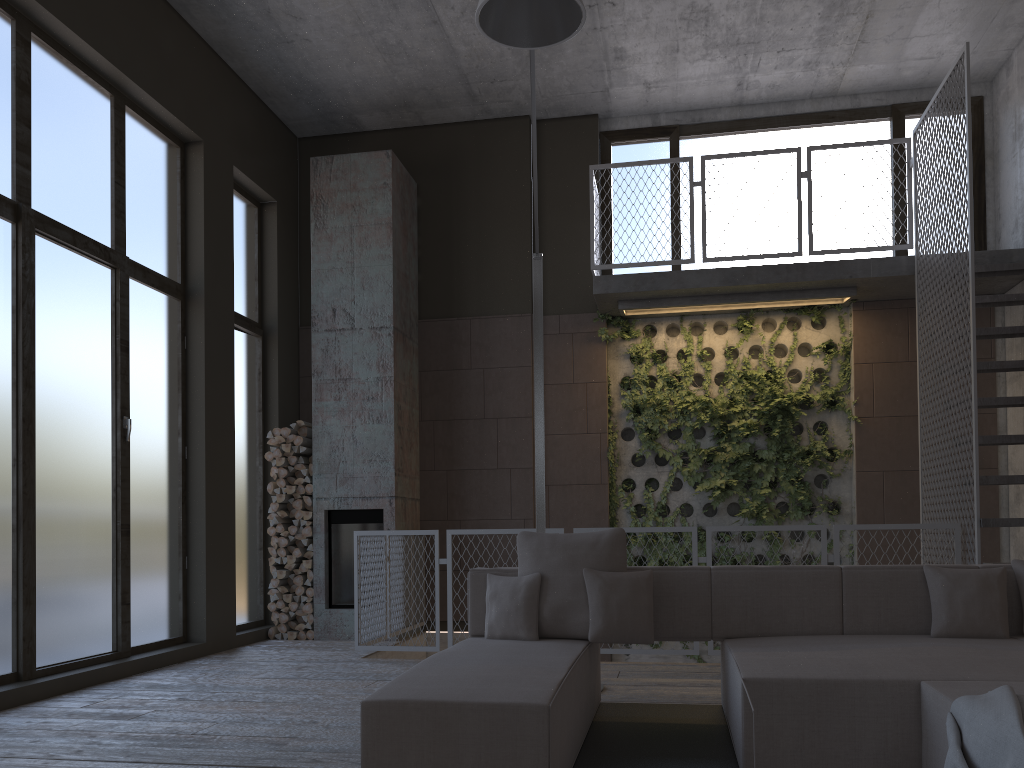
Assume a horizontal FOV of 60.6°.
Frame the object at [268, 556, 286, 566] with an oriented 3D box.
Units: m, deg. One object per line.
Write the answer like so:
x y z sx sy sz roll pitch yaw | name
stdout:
-2.229 1.707 8.504 0.080 0.106 0.442 -1 -9 10 | object

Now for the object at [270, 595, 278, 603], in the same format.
-2.205 2.067 8.467 0.067 0.084 0.430 -2 -9 13 | object

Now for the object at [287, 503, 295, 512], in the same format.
-2.078 1.204 8.530 0.104 0.101 0.295 -2 -9 11 | object

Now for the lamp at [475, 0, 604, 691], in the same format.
0.207 0.042 4.588 0.756 3.396 2.654 -1 -4 -2 | lamp

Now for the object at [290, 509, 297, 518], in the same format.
-2.026 1.254 8.485 0.101 0.085 0.367 -2 -9 11 | object

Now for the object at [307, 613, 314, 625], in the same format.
-1.844 2.222 8.365 0.064 0.124 0.368 -1 -9 12 | object

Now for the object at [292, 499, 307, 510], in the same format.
-1.991 1.152 8.377 0.098 0.106 0.298 -2 -9 9 | object

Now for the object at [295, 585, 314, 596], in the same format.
-1.946 1.973 8.431 0.092 0.092 0.442 -2 -9 11 | object

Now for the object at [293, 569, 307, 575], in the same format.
-1.983 1.793 8.396 0.089 0.056 0.336 -2 -9 11 | object

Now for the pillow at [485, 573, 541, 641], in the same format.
-0.003 1.133 4.405 0.371 0.373 0.151 -6 -5 43 | pillow

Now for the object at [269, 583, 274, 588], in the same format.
-2.228 1.930 8.489 0.067 0.070 0.428 -2 -9 11 | object

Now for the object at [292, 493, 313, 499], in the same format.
-1.992 1.082 8.410 0.089 0.056 0.336 -2 -9 11 | object

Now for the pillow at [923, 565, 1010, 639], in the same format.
2.118 1.018 4.064 0.371 0.356 0.188 -2 -3 10 | pillow

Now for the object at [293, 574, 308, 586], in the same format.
-1.983 1.863 8.364 0.098 0.106 0.298 -2 -9 9 | object

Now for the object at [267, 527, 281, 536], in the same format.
-2.230 1.426 8.499 0.091 0.091 0.442 -2 -9 11 | object

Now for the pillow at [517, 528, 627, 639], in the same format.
0.290 0.998 4.386 0.564 0.553 0.222 -2 -2 12 | pillow

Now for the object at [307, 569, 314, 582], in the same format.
-1.848 1.823 8.372 0.064 0.124 0.368 -1 -9 12 | object

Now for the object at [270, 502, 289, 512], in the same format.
-2.183 1.192 8.463 0.091 0.088 0.461 -2 -9 12 | object

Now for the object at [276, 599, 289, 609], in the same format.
-2.136 2.106 8.475 0.091 0.088 0.461 -2 -9 11 | object

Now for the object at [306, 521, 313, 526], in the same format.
-1.882 1.322 8.314 0.063 0.047 0.254 -2 -9 9 | object

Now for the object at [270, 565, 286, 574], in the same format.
-2.238 1.810 8.514 0.070 0.116 0.369 -1 -9 10 | object

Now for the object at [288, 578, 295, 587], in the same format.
-2.069 1.916 8.516 0.104 0.101 0.295 -2 -9 11 | object

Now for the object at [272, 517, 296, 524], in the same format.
-2.170 1.307 8.388 0.071 0.072 0.428 -2 -9 11 | object

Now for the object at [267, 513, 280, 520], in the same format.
-2.231 1.282 8.473 0.122 0.067 0.368 -2 -9 9 | object

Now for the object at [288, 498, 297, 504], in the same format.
-2.047 1.128 8.445 0.064 0.073 0.364 -2 -9 12 | object

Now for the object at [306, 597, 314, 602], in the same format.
-1.873 2.033 8.300 0.063 0.047 0.254 -2 -9 9 | object

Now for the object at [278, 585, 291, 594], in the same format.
-2.119 1.980 8.479 0.115 0.078 0.440 -2 -9 11 | object

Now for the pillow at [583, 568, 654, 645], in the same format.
0.527 1.073 4.234 0.376 0.369 0.170 1 -3 -16 | pillow

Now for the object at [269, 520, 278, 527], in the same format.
-2.213 1.356 8.480 0.067 0.084 0.430 -2 -9 13 | object

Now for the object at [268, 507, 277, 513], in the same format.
-2.236 1.219 8.503 0.067 0.070 0.428 -2 -9 11 | object

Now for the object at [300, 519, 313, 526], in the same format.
-1.911 1.336 8.429 0.067 0.066 0.428 -2 -9 11 | object

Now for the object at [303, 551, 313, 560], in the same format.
-1.867 1.643 8.438 0.115 0.078 0.440 -2 -9 9 | object

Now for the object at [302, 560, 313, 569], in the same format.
-1.863 1.718 8.412 0.093 0.082 0.485 -2 -9 11 | object

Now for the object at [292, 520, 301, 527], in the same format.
-1.991 1.341 8.444 0.067 0.066 0.428 -2 -9 11 | object

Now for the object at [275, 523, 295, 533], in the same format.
-2.144 1.394 8.488 0.091 0.088 0.461 -2 -9 11 | object

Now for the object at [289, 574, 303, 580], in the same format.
-2.038 1.839 8.432 0.064 0.073 0.364 -2 -9 12 | object

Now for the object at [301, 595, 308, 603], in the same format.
-1.903 2.048 8.415 0.067 0.066 0.428 -2 -9 11 | object

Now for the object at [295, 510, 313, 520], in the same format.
-1.954 1.262 8.445 0.092 0.092 0.442 -2 -9 11 | object

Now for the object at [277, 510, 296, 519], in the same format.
-2.128 1.269 8.492 0.115 0.078 0.440 -2 -9 11 | object

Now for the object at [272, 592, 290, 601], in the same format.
-2.161 2.019 8.374 0.071 0.072 0.428 -2 -9 11 | object

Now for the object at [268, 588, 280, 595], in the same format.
-2.222 1.993 8.459 0.122 0.067 0.368 -2 -9 9 | object

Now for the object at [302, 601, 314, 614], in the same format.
-1.880 2.108 8.301 0.101 0.101 0.296 -2 -9 9 | object

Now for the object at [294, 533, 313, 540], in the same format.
-1.953 1.461 8.419 0.122 0.067 0.368 -2 -9 11 | object

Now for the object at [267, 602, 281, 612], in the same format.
-2.222 2.138 8.486 0.091 0.091 0.442 -2 -9 11 | object

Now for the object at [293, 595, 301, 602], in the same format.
-1.982 2.053 8.430 0.067 0.066 0.428 -2 -9 11 | object

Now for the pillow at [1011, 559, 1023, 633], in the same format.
2.508 0.969 4.014 0.363 0.364 0.189 -2 -3 15 | pillow

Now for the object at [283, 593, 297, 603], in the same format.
-2.057 2.046 8.442 0.093 0.082 0.485 -2 -9 11 | object

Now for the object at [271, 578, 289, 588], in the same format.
-2.175 1.904 8.450 0.091 0.088 0.461 -2 -9 12 | object

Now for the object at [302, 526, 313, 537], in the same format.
-1.888 1.397 8.314 0.101 0.101 0.296 -2 -9 9 | object

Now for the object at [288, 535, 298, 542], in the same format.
-2.052 1.479 8.441 0.064 0.073 0.364 -1 -9 9 | object
